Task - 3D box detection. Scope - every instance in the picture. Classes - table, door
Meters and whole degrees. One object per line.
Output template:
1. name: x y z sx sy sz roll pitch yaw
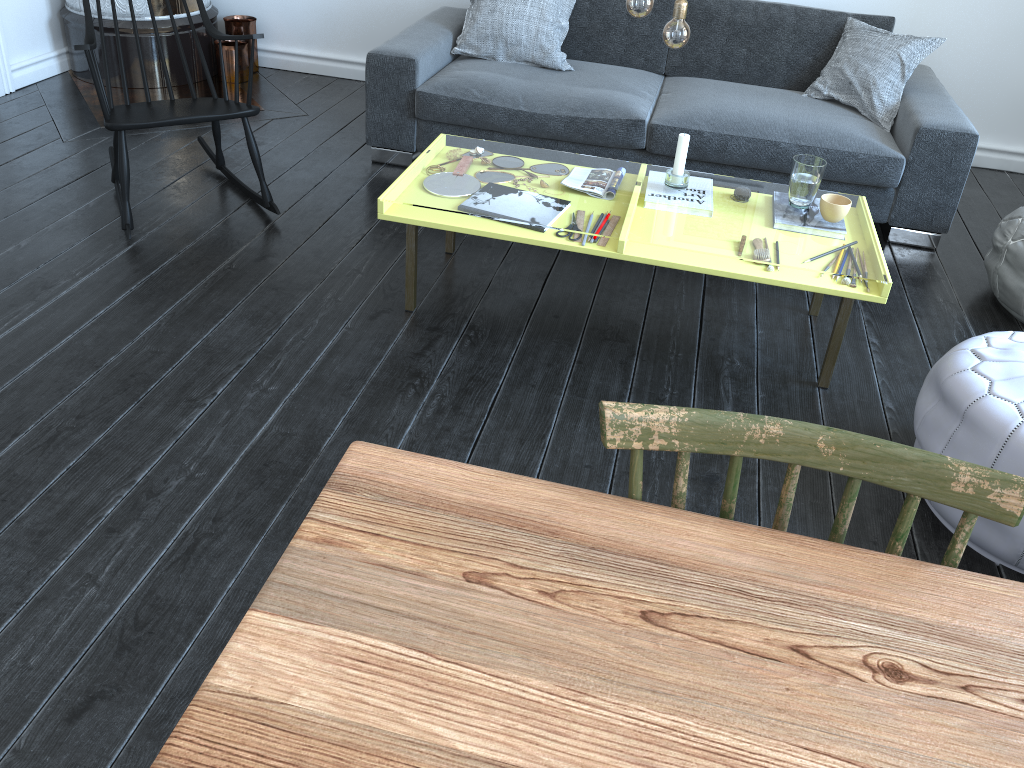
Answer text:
1. table: 0.744 0.854 0.621 2.234 0.681 1.068 11 33 9
2. table: 0.352 -0.395 2.734 1.405 0.380 0.630 11 33 10
3. door: -2.529 -2.134 3.223 0.116 2.350 1.227 10 31 9

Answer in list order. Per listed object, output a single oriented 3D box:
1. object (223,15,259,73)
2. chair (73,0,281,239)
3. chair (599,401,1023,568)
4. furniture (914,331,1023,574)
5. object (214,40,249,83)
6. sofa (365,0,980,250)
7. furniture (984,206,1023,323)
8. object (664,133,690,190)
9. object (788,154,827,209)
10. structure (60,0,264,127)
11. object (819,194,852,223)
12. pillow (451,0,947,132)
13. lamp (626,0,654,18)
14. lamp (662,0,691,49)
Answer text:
1. object: -1.479 -1.857 4.822 0.174 0.267 0.184 10 32 9
2. chair: -1.268 -1.168 3.185 0.620 0.955 0.942 -14 36 -28
3. chair: 0.259 0.502 1.000 0.469 0.785 0.510 10 31 8
4. furniture: 1.269 0.157 2.049 0.610 0.399 0.647 7 33 4
5. object: -1.483 -1.717 4.680 0.174 0.189 0.180 5 32 1
6. sofa: 0.655 -1.304 3.864 2.380 0.688 1.138 11 33 9
7. furniture: 1.970 -0.390 2.945 0.681 0.363 0.713 11 33 9
8. object: 0.516 -0.686 2.701 0.076 0.165 0.077 -22 40 -37
9. object: 0.877 -0.603 2.642 0.098 0.139 0.102 -11 35 -24
10. structure: -1.745 -2.770 3.919 0.787 2.745 1.321 -14 35 -29
11. object: 0.942 -0.510 2.579 0.089 0.063 0.089 28 39 32
12. pillow: 0.760 -1.545 3.833 2.067 0.468 0.500 14 33 14
13. lamp: 0.393 -1.591 1.999 0.075 1.422 0.090 -10 33 -24
14. lamp: 0.488 -1.520 2.028 0.076 1.422 0.091 24 35 29
